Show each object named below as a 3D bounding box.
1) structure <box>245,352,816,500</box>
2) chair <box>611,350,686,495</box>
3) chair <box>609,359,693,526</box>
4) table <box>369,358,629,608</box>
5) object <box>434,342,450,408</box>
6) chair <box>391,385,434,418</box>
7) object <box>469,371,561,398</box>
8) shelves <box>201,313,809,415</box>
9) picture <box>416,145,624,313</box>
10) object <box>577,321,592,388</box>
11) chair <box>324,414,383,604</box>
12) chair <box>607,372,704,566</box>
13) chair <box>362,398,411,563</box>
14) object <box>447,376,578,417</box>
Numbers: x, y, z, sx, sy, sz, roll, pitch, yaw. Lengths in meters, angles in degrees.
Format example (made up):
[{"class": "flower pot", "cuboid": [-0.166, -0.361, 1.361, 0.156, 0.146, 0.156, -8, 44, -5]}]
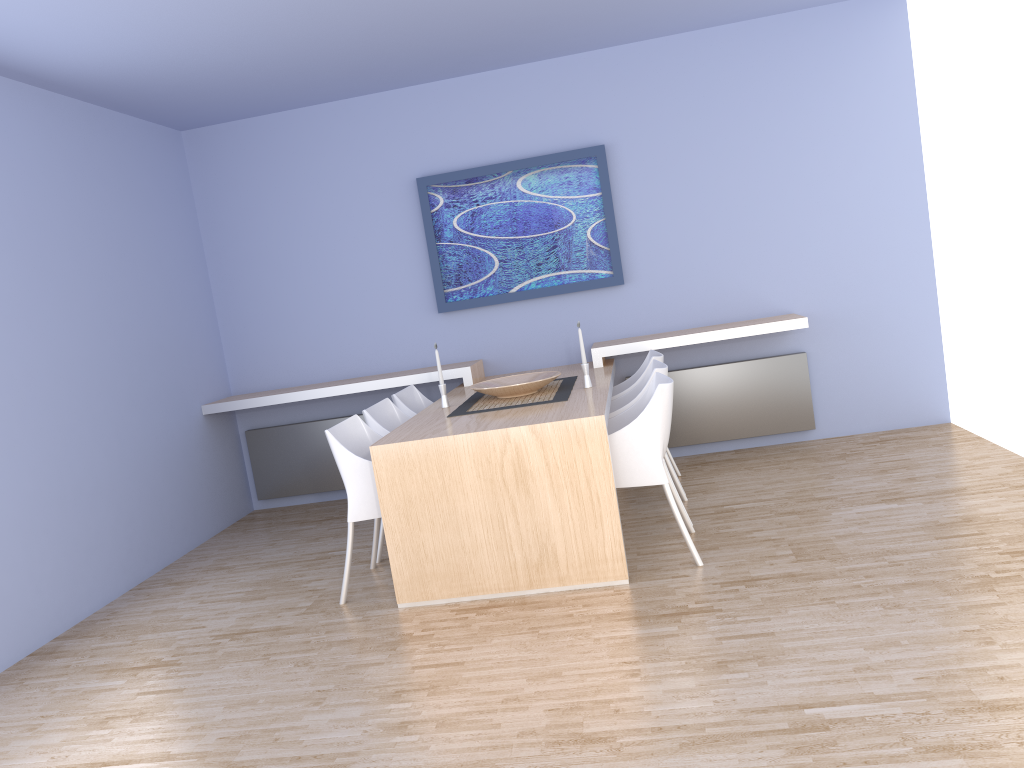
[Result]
[{"class": "structure", "cuboid": [0.044, 0.309, 6.008, 3.843, 0.503, 0.064, -8, 6, 9]}, {"class": "chair", "cuboid": [0.703, 0.233, 5.173, 0.486, 0.793, 0.510, -8, 6, 9]}, {"class": "chair", "cuboid": [0.627, 0.307, 4.595, 0.486, 0.793, 0.510, -8, 6, 9]}, {"class": "table", "cuboid": [0.094, 0.399, 4.873, 1.002, 0.718, 2.340, -8, 6, 9]}, {"class": "object", "cuboid": [-0.377, -0.049, 4.679, 0.045, 0.349, 0.045, -14, 8, -40]}, {"class": "chair", "cuboid": [-0.424, 0.397, 5.309, 0.486, 0.793, 0.510, -8, 6, 9]}, {"class": "object", "cuboid": [0.023, 0.016, 4.727, 0.493, 0.081, 0.493, -6, 7, 27]}, {"class": "shelves", "cuboid": [-0.058, 0.257, 5.832, 3.901, 0.840, 0.463, -8, 6, 9]}, {"class": "picture", "cuboid": [0.052, -1.007, 5.838, 1.252, 0.901, 0.049, -8, 6, 9]}, {"class": "object", "cuboid": [0.367, -0.154, 4.566, 0.045, 0.349, 0.045, -8, 6, 9]}, {"class": "chair", "cuboid": [-0.575, 0.543, 4.180, 0.486, 0.793, 0.510, -8, 6, 9]}, {"class": "chair", "cuboid": [0.549, 0.383, 4.010, 0.486, 0.793, 0.510, -8, 6, 8]}, {"class": "chair", "cuboid": [-0.499, 0.470, 4.745, 0.486, 0.793, 0.510, -8, 6, 9]}, {"class": "object", "cuboid": [0.033, 0.057, 4.728, 0.594, 0.005, 0.986, -8, 6, 8]}]
